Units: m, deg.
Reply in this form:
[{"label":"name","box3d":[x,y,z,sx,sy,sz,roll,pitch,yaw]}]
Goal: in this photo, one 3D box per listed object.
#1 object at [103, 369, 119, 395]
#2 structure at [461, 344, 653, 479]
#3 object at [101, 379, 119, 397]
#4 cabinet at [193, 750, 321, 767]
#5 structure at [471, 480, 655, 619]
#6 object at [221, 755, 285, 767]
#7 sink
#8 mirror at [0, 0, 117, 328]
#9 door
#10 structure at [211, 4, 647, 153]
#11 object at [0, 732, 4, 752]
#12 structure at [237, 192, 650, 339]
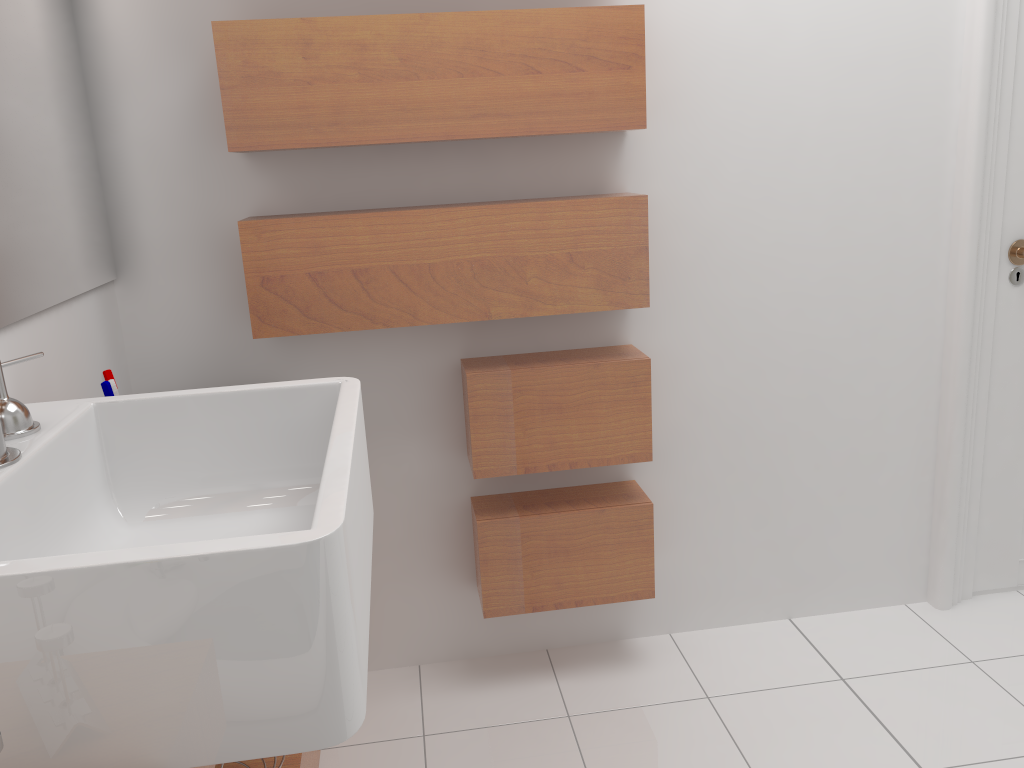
[{"label":"object","box3d":[-0.675,0.088,1.549,0.052,0.231,0.016,6,17,32]},{"label":"structure","box3d":[0.102,0.060,2.081,0.417,0.245,0.165,-5,15,-7]},{"label":"object","box3d":[-0.654,0.098,1.514,0.016,0.228,0.070,1,15,18]},{"label":"cabinet","box3d":[-0.549,0.618,1.363,0.355,0.719,1.635,-5,15,-7]},{"label":"structure","box3d":[0.122,0.398,2.168,0.417,0.245,0.165,-5,15,-7]},{"label":"object","box3d":[-0.535,0.696,1.536,0.291,0.126,0.291,9,19,40]},{"label":"sink","box3d":[-0.462,0.289,1.149,0.552,0.673,0.657,-5,15,-7]},{"label":"mirror","box3d":[-0.732,-0.353,0.608,0.022,0.887,2.600,-5,15,-7]},{"label":"door","box3d":[1.547,-0.339,2.245,0.915,1.885,0.068,-5,15,-7]},{"label":"structure","box3d":[-0.159,-0.639,1.870,0.860,0.245,0.165,-5,15,-7]},{"label":"object","box3d":[-0.455,0.315,0.676,0.059,0.203,0.182,3,16,23]},{"label":"structure","box3d":[-0.138,-0.270,1.965,0.860,0.245,0.165,-5,15,-7]}]
